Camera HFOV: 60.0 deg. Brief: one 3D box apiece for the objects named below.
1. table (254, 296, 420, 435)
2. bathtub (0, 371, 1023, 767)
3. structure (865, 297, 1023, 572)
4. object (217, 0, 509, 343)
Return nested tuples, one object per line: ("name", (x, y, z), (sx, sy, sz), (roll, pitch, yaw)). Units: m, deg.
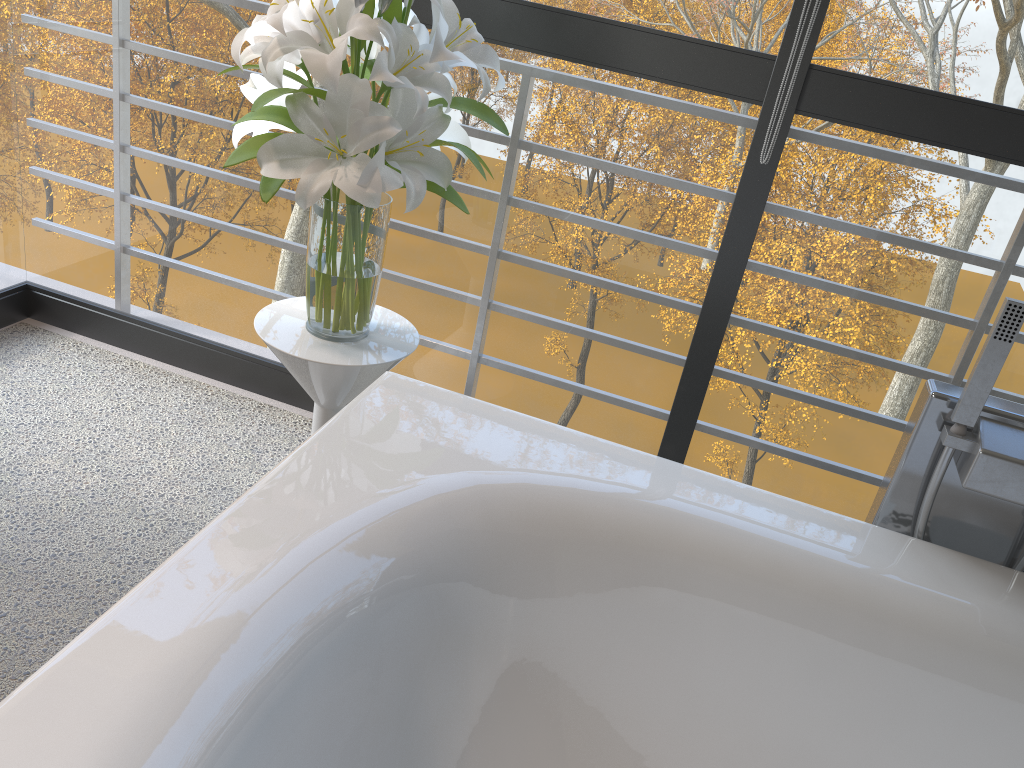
("table", (-0.371, 0.105, 1.775), (0.307, 0.477, 0.309), (10, 26, -3))
("bathtub", (0.461, 0.731, 0.833), (1.959, 0.502, 1.332), (17, 26, 11))
("structure", (0.716, 0.353, 1.277), (0.402, 0.881, 0.331), (17, 26, 11))
("object", (-0.268, -0.457, 1.498), (0.460, 0.793, 0.451), (-16, 37, -44))
